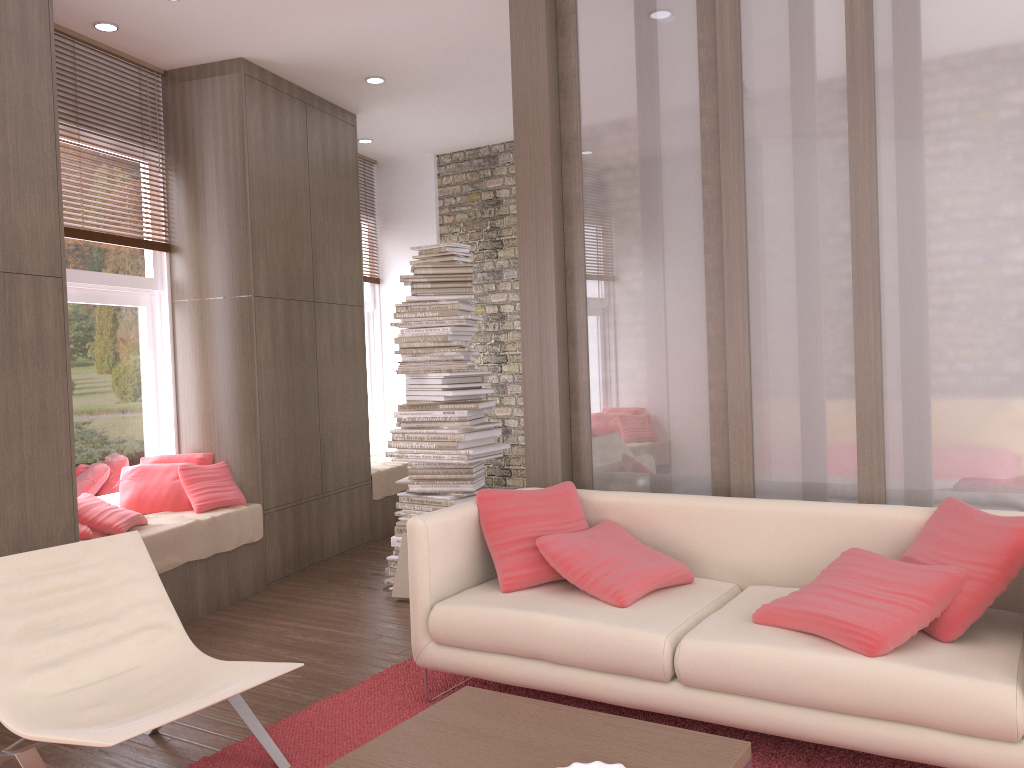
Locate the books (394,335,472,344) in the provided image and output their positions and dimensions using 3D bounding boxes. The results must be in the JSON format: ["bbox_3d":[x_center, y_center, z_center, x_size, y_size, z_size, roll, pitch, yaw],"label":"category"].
[{"bbox_3d":[-0.484,-0.275,5.466,0.379,0.039,0.297,-1,2,27],"label":"books"}]

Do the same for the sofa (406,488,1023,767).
[{"bbox_3d":[0.750,0.849,3.238,2.204,0.751,0.919,-1,2,32],"label":"sofa"}]

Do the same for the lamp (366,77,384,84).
[{"bbox_3d":[-0.907,-2.012,5.873,0.119,0.010,0.119,-2,1,12],"label":"lamp"}]

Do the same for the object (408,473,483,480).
[{"bbox_3d":[-0.400,0.563,5.422,0.413,0.008,0.243,-2,1,12],"label":"object"}]

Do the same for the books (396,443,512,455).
[{"bbox_3d":[-0.354,0.394,5.441,0.566,0.025,0.423,-1,2,32],"label":"books"}]

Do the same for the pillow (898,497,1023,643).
[{"bbox_3d":[1.433,0.597,2.932,0.379,0.377,0.498,-2,1,-8],"label":"pillow"}]

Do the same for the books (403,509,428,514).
[{"bbox_3d":[-0.377,0.765,5.417,0.468,0.021,0.350,-1,2,37],"label":"books"}]

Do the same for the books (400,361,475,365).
[{"bbox_3d":[-0.452,-0.131,5.454,0.412,0.011,0.308,-2,1,7],"label":"books"}]

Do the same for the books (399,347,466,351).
[{"bbox_3d":[-0.485,-0.214,5.452,0.368,0.009,0.262,-2,1,7],"label":"books"}]

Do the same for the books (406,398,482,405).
[{"bbox_3d":[-0.426,0.104,5.477,0.450,0.022,0.364,-2,1,-8],"label":"books"}]

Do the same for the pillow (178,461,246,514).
[{"bbox_3d":[-1.793,0.611,5.297,0.264,0.278,0.357,-1,2,40],"label":"pillow"}]

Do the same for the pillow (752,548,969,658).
[{"bbox_3d":[1.122,0.694,2.872,0.467,0.224,0.507,-3,2,-30],"label":"pillow"}]

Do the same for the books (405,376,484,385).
[{"bbox_3d":[-0.420,-0.022,5.459,0.308,0.036,0.417,-3,2,-38],"label":"books"}]

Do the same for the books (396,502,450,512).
[{"bbox_3d":[-0.438,0.736,5.444,0.432,0.038,0.339,-1,2,37],"label":"books"}]

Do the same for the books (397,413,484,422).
[{"bbox_3d":[-0.431,0.206,5.438,0.442,0.025,0.346,-2,1,17],"label":"books"}]

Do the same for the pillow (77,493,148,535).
[{"bbox_3d":[-2.138,0.674,4.626,0.354,0.200,0.403,-2,1,-3],"label":"pillow"}]

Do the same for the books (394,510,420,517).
[{"bbox_3d":[-0.424,0.790,5.446,0.506,0.023,0.330,-1,2,37],"label":"books"}]

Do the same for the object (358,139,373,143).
[{"bbox_3d":[-1.231,-2.039,7.440,0.119,0.010,0.119,-3,2,-33],"label":"object"}]

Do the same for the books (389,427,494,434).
[{"bbox_3d":[-0.429,0.277,5.465,0.510,0.020,0.399,-1,2,32],"label":"books"}]

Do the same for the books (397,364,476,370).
[{"bbox_3d":[-0.457,-0.105,5.453,0.432,0.013,0.288,-2,1,7],"label":"books"}]

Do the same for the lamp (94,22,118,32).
[{"bbox_3d":[-2.200,-1.937,4.808,0.119,0.010,0.119,-3,2,-33],"label":"lamp"}]

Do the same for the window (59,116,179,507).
[{"bbox_3d":[-2.450,-0.339,4.962,0.160,2.229,1.407,-2,2,19],"label":"window"}]

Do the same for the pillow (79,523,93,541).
[{"bbox_3d":[-2.324,0.710,4.486,0.373,0.150,0.397,-3,2,-24],"label":"pillow"}]

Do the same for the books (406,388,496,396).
[{"bbox_3d":[-0.381,0.048,5.421,0.317,0.030,0.524,-3,2,-38],"label":"books"}]

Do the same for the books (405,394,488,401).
[{"bbox_3d":[-0.406,0.079,5.458,0.322,0.030,0.435,-3,2,-38],"label":"books"}]

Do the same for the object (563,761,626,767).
[{"bbox_3d":[0.176,0.877,1.878,0.251,0.043,0.249,-1,2,44],"label":"object"}]

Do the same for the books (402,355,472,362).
[{"bbox_3d":[-0.460,-0.158,5.474,0.379,0.028,0.297,-2,1,7],"label":"books"}]

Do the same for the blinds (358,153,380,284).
[{"bbox_3d":[-1.477,-1.471,7.562,0.042,1.138,1.373,-2,2,19],"label":"blinds"}]

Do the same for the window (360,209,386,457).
[{"bbox_3d":[-1.525,-0.440,7.617,0.160,2.229,1.407,-2,2,19],"label":"window"}]

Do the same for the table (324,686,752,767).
[{"bbox_3d":[0.007,1.090,2.041,0.850,0.378,0.850,-1,2,32],"label":"table"}]

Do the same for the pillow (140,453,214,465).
[{"bbox_3d":[-2.049,0.598,5.394,0.484,0.334,0.193,-3,2,-18],"label":"pillow"}]

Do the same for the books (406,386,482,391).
[{"bbox_3d":[-0.426,0.026,5.457,0.294,0.013,0.413,-3,2,-38],"label":"books"}]

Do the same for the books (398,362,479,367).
[{"bbox_3d":[-0.444,-0.118,5.444,0.446,0.012,0.291,-2,1,7],"label":"books"}]

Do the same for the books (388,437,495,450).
[{"bbox_3d":[-0.431,0.359,5.468,0.522,0.046,0.410,-1,2,32],"label":"books"}]

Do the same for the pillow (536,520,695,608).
[{"bbox_3d":[0.406,0.704,3.523,0.467,0.224,0.507,-1,2,45],"label":"pillow"}]

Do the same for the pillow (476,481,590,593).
[{"bbox_3d":[0.118,0.627,3.702,0.498,0.377,0.379,-3,2,-23],"label":"pillow"}]

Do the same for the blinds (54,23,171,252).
[{"bbox_3d":[-2.394,-1.370,4.907,0.042,1.138,1.373,-2,2,19],"label":"blinds"}]

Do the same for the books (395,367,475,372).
[{"bbox_3d":[-0.466,-0.091,5.454,0.444,0.015,0.279,-2,1,7],"label":"books"}]

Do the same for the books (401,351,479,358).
[{"bbox_3d":[-0.439,-0.181,5.452,0.388,0.020,0.287,-1,2,27],"label":"books"}]

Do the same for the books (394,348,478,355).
[{"bbox_3d":[-0.459,-0.200,5.447,0.467,0.020,0.283,-2,1,7],"label":"books"}]

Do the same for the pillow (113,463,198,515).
[{"bbox_3d":[-2.086,0.613,5.220,0.485,0.279,0.270,-3,2,-22],"label":"pillow"}]

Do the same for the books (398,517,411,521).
[{"bbox_3d":[-0.409,0.810,5.401,0.448,0.013,0.350,-1,2,37],"label":"books"}]

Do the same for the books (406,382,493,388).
[{"bbox_3d":[-0.393,0.008,5.438,0.323,0.020,0.484,-3,2,-38],"label":"books"}]

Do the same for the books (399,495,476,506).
[{"bbox_3d":[-0.411,0.695,5.449,0.448,0.038,0.348,-1,2,37],"label":"books"}]

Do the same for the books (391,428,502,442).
[{"bbox_3d":[-0.399,0.310,5.477,0.542,0.046,0.421,-1,2,32],"label":"books"}]

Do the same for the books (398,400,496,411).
[{"bbox_3d":[-0.396,0.133,5.459,0.518,0.038,0.341,-2,1,17],"label":"books"}]

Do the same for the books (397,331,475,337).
[{"bbox_3d":[-0.463,-0.304,5.459,0.388,0.020,0.287,-1,2,27],"label":"books"}]

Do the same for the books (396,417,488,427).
[{"bbox_3d":[-0.424,0.234,5.473,0.469,0.028,0.368,-2,1,17],"label":"books"}]

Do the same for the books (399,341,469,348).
[{"bbox_3d":[-0.474,-0.242,5.457,0.379,0.028,0.297,-2,1,7],"label":"books"}]

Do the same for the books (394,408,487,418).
[{"bbox_3d":[-0.436,0.174,5.460,0.469,0.038,0.364,-2,1,17],"label":"books"}]

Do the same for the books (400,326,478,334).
[{"bbox_3d":[-0.445,-0.328,5.443,0.379,0.028,0.297,-1,2,27],"label":"books"}]

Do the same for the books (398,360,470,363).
[{"bbox_3d":[-0.473,-0.140,5.467,0.395,0.007,0.308,-2,1,7],"label":"books"}]

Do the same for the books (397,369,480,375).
[{"bbox_3d":[-0.443,-0.076,5.434,0.469,0.015,0.267,-2,1,7],"label":"books"}]
